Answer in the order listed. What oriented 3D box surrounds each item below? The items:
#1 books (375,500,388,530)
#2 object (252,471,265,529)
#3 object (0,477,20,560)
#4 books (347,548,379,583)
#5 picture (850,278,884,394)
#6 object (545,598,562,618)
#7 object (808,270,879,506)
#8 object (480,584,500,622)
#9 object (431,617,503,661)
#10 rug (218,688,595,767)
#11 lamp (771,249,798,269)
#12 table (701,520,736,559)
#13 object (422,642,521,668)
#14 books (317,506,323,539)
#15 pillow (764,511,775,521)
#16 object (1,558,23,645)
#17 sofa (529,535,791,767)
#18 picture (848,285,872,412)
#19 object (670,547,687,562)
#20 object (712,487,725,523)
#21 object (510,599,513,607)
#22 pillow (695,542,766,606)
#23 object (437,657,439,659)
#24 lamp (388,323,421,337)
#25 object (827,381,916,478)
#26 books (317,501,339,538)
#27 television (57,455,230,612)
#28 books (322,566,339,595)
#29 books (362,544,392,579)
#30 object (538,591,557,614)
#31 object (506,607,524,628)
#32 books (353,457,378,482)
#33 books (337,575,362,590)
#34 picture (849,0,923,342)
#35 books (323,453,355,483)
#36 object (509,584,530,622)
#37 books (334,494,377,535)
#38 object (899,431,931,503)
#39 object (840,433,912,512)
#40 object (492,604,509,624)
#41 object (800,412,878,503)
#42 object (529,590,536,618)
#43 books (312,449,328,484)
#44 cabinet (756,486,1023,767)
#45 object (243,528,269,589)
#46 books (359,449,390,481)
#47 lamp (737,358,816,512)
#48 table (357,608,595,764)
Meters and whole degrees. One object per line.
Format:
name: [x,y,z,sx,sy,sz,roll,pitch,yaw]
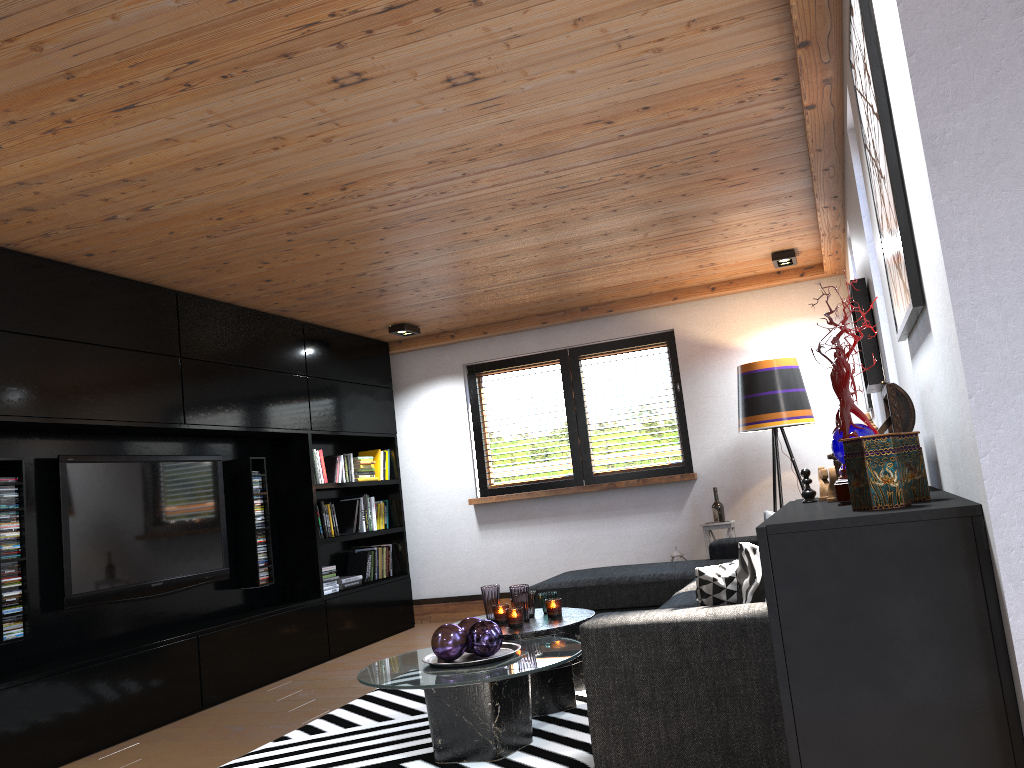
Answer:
books: [-1.155,1.091,7.316,0.187,0.239,0.291,-9,-8,18]
object: [-1.753,0.778,5.916,0.124,0.380,0.126,-9,-8,19]
object: [-2.417,0.635,4.164,0.124,0.380,0.126,-9,-8,19]
books: [-1.193,1.453,7.093,0.205,0.256,0.246,-9,-8,18]
picture: [1.580,-0.200,3.958,0.066,0.451,0.562,-9,-8,20]
object: [0.199,1.062,4.203,0.078,0.081,0.080,-12,-9,34]
object: [0.738,0.002,1.921,0.150,0.505,0.327,-9,-8,19]
object: [-0.098,1.067,4.309,0.095,0.168,0.094,-5,-8,-9]
object: [-0.171,1.014,3.541,0.284,0.143,0.264,-7,-7,3]
rug: [-0.357,1.488,3.694,1.648,0.020,2.920,-9,-8,19]
lamp: [1.868,-0.864,6.082,0.154,0.068,0.263,-9,-8,20]
table: [1.541,1.310,6.439,0.225,0.609,0.226,-9,-8,19]
object: [-0.158,1.076,3.517,0.389,0.022,0.399,-12,-9,38]
books: [-1.504,1.001,6.402,0.208,0.270,0.238,-9,-8,19]
pillow: [1.617,0.870,5.203,0.217,0.347,0.566,-6,-7,0]
object: [-2.375,1.009,4.113,0.124,0.379,0.126,-9,-8,19]
sofa: [0.759,1.025,4.288,2.071,0.819,3.110,-9,-8,19]
picture: [2.259,-0.217,5.760,0.020,0.783,0.566,-9,-8,20]
object: [1.249,1.438,6.587,0.251,0.463,0.253,-9,-8,19]
object: [1.504,0.899,6.487,0.088,0.287,0.087,-4,-8,-18]
object: [0.036,1.106,4.399,0.078,0.081,0.080,-12,-9,34]
pillow: [0.851,0.695,3.012,0.540,0.346,0.297,-4,-8,-20]
object: [-0.272,1.065,3.589,0.078,0.081,0.080,-12,-9,34]
lamp: [-0.851,-0.432,7.013,0.154,0.068,0.263,-9,-8,20]
object: [0.884,0.137,2.191,0.208,0.271,0.289,-9,-8,19]
books: [-1.428,1.014,6.603,0.208,0.270,0.238,-9,-8,19]
television: [-2.071,0.814,5.080,0.050,0.814,1.261,-9,-8,20]
books: [-1.425,1.431,6.413,0.256,0.188,0.305,-10,-8,26]
books: [-1.119,1.466,7.290,0.211,0.261,0.253,-9,-8,19]
object: [0.180,1.074,4.346,0.093,0.099,0.091,-2,-9,-33]
object: [0.015,1.063,4.042,0.078,0.081,0.080,-12,-9,34]
books: [-1.256,0.699,7.154,0.258,0.197,0.298,-10,-8,22]
books: [-1.300,1.515,6.742,0.208,0.073,0.268,-10,-8,23]
picture: [0.860,-0.517,2.071,0.020,0.783,0.566,-9,-8,20]
books: [-1.390,0.668,6.897,0.181,0.233,0.286,-10,-8,22]
object: [0.042,1.033,4.173,0.095,0.168,0.094,-5,-8,-9]
books: [-1.262,1.033,7.011,0.220,0.296,0.347,-9,-8,20]
object: [0.752,0.163,1.724,0.098,0.135,0.107,0,-10,-39]
object: [0.666,0.160,1.622,0.108,0.135,0.097,-8,-8,10]
object: [-0.049,1.092,4.212,0.078,0.081,0.080,-12,-9,34]
object: [0.804,0.179,2.159,0.200,0.197,0.358,-11,-8,31]
object: [0.066,1.068,4.286,0.114,0.122,0.113,-6,-7,-4]
books: [-1.504,0.604,6.437,0.206,0.270,0.242,-9,-8,19]
cabinet: [0.784,0.487,1.899,0.355,0.469,0.961,-9,-8,20]
object: [-1.711,1.151,5.865,0.124,0.379,0.126,-9,-8,19]
books: [-1.144,0.686,7.395,0.211,0.261,0.212,-9,-8,19]
lamp: [2.434,0.630,6.141,1.631,1.701,0.522,-6,-8,-3]
table: [-0.027,1.266,3.788,0.889,0.372,1.534,-9,-8,20]
